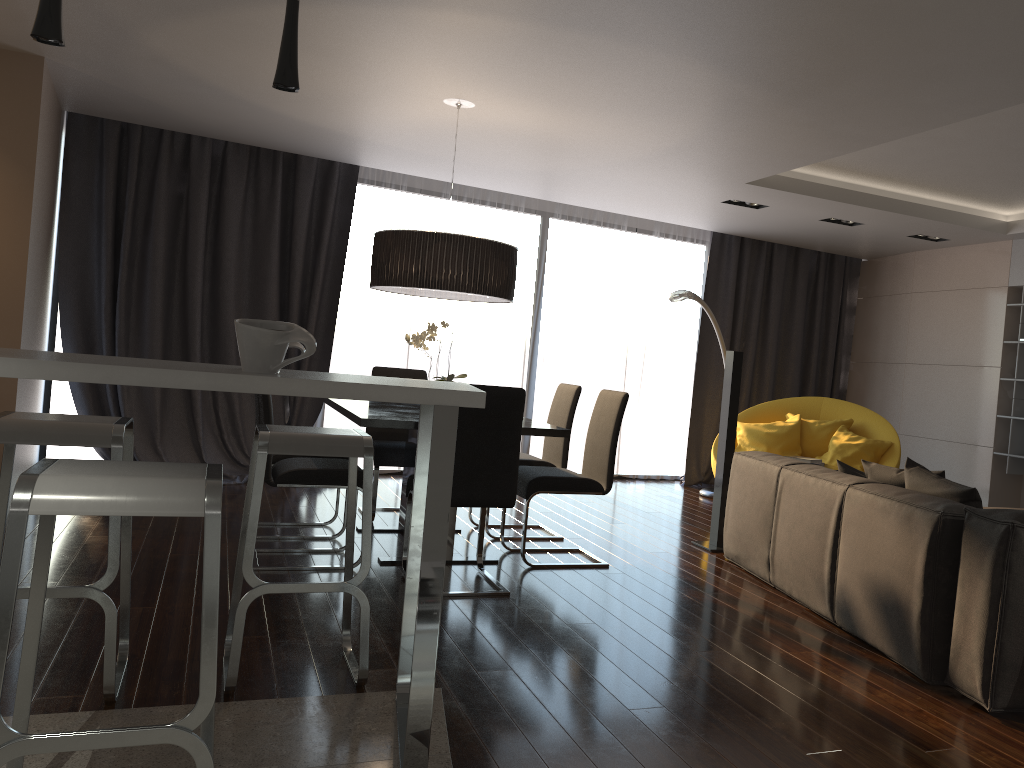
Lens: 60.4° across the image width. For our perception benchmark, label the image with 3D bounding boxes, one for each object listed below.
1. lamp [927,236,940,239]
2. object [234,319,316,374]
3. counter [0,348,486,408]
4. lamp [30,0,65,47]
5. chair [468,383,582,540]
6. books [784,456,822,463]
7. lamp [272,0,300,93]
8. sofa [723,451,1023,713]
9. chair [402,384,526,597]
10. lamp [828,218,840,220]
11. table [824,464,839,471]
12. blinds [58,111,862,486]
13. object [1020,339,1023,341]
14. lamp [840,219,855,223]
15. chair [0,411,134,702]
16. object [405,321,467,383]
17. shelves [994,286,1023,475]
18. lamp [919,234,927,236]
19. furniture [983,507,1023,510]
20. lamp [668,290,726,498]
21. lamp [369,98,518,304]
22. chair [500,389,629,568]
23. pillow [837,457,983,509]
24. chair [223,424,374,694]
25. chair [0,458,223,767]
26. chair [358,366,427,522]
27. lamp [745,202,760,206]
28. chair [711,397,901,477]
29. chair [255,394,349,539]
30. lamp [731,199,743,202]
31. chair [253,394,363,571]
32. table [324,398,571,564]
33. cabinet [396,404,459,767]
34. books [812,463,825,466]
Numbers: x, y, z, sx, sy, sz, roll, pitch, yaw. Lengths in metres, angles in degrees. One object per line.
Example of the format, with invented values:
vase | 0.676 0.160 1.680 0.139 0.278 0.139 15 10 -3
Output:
lamp | 3.812 -1.341 7.895 0.180 0.077 0.173 5 1 -9
object | -0.619 -0.096 2.267 0.195 0.133 0.422 5 2 -18
counter | -0.827 0.022 0.452 2.795 0.041 3.880 5 2 -20
lamp | -0.918 -1.125 1.807 0.060 0.845 0.056 5 0 -21
chair | 0.079 0.462 5.570 0.594 0.964 0.411 5 1 -21
books | 1.947 0.504 5.890 0.163 0.022 0.194 4 2 -45
lamp | -0.477 -1.091 1.993 0.060 0.845 0.056 5 0 -21
sofa | 2.778 0.859 4.477 2.798 0.703 2.430 5 1 -11
chair | -0.233 0.472 4.204 0.444 0.964 0.550 5 1 -20
lamp | 2.716 -1.425 7.431 0.178 0.077 0.176 5 1 -2
table | 1.902 0.817 5.872 0.624 0.563 0.433 5 1 -21
blinds | 0.236 -0.548 8.001 7.852 2.893 0.713 4 1 -29
object | 4.467 -0.459 7.340 0.295 0.227 0.274 5 1 -21
lamp | 2.888 -1.412 7.504 0.180 0.077 0.173 5 1 -9
chair | -1.361 0.498 2.610 0.437 0.800 0.414 5 1 -21
object | -0.452 -0.097 4.865 0.323 0.501 0.550 5 1 -23
shelves | 4.675 0.020 6.781 0.393 1.600 1.852 5 1 -19
lamp | 3.640 -1.354 7.822 0.178 0.077 0.176 5 1 -2
furniture | 3.298 1.011 5.380 1.119 0.439 1.073 5 1 -11
lamp | 2.712 0.204 8.622 4.471 1.779 0.550 4 1 -42
lamp | -0.343 -1.043 4.955 0.803 1.102 0.806 5 1 3
chair | 0.290 0.498 4.930 0.594 0.964 0.411 5 1 -21
pillow | 2.412 0.589 3.905 2.005 0.431 1.106 6 2 31
chair | -0.688 0.550 2.895 0.437 0.800 0.414 5 1 -21
chair | -0.805 0.570 1.783 0.437 0.800 0.414 5 1 -21
chair | -0.725 0.386 5.769 0.444 0.964 0.550 5 1 -20
lamp | 1.966 -1.483 7.114 0.180 0.077 0.173 5 1 -9
chair | 2.411 0.603 7.244 1.443 1.005 1.193 6 1 35
chair | -1.221 0.362 5.020 0.594 0.964 0.411 5 1 -21
lamp | 1.793 -1.497 7.041 0.185 0.077 0.169 4 2 -26
chair | -1.010 0.398 4.380 0.594 0.964 0.411 5 1 -21
table | -0.471 0.532 4.984 1.080 0.760 1.543 5 1 -20
cabinet | -0.401 -0.257 2.125 4.618 2.500 6.663 5 1 -20
books | 1.957 0.528 5.883 0.222 0.023 0.170 6 2 28
